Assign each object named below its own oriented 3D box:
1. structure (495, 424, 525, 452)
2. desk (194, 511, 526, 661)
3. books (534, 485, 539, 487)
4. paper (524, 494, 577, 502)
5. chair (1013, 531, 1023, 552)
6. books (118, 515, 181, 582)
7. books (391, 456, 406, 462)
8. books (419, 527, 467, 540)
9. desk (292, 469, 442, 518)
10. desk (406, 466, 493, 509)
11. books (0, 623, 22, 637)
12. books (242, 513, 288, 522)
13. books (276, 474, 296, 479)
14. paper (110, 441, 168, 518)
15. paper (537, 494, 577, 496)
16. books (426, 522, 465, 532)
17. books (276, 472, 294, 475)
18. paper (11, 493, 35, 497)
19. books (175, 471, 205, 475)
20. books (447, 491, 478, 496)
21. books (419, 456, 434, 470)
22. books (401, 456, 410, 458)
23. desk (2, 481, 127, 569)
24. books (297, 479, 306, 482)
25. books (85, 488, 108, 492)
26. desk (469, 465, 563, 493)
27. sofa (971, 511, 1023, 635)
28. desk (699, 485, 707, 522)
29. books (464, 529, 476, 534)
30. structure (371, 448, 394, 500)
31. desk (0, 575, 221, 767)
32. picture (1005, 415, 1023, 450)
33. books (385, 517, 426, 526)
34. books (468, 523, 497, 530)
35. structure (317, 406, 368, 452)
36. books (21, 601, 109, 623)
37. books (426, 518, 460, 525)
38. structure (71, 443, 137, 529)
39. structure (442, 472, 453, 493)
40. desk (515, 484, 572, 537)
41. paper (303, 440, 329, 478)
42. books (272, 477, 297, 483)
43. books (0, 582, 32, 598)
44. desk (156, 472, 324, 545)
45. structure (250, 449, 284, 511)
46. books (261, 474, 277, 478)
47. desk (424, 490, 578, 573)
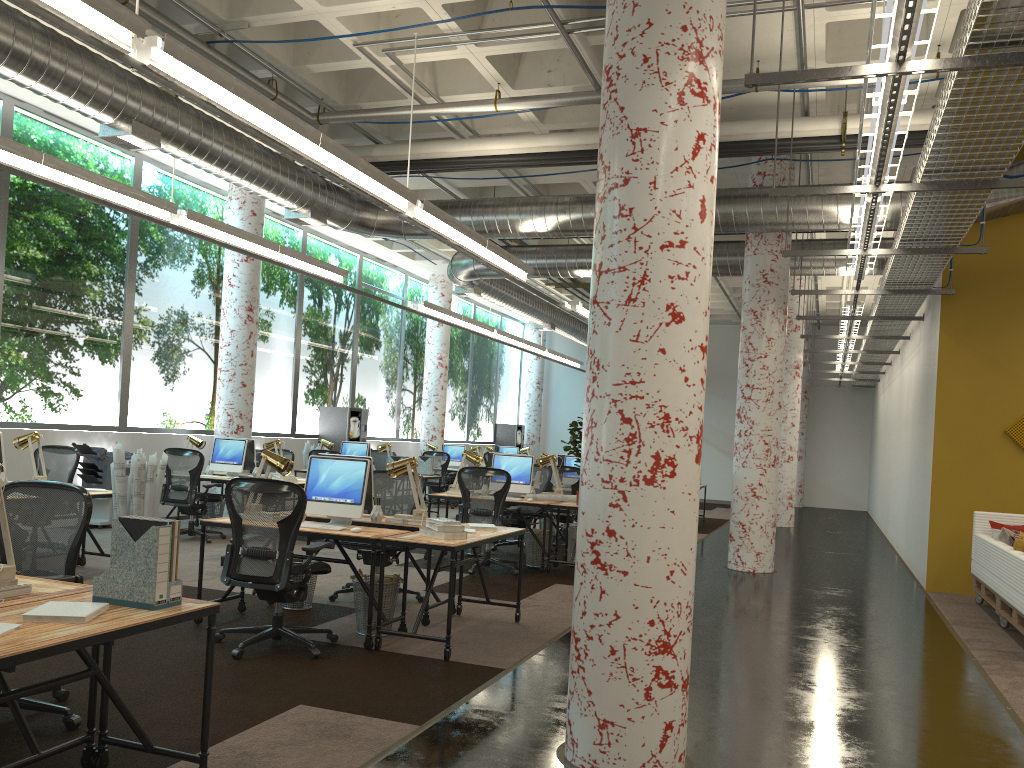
[{"bbox_3d":[-0.074,2.068,25.467,0.637,1.809,0.751,3,-1,20],"label":"structure"},{"bbox_3d":[-1.054,1.388,6.473,1.939,0.723,1.404,2,-3,20],"label":"desk"},{"bbox_3d":[0.433,1.487,12.952,0.308,0.038,0.226,2,-4,20],"label":"books"},{"bbox_3d":[0.677,1.259,9.725,1.134,0.082,0.083,4,-2,-6],"label":"paper"},{"bbox_3d":[4.365,1.469,7.389,0.316,0.438,0.547,2,-2,32],"label":"chair"},{"bbox_3d":[-1.364,0.657,3.312,0.233,0.310,0.068,3,-1,20],"label":"books"},{"bbox_3d":[-1.750,1.265,13.582,0.233,0.310,0.068,3,-1,20],"label":"books"},{"bbox_3d":[-0.463,1.001,5.936,0.201,0.050,0.271,6,-5,-43],"label":"books"},{"bbox_3d":[-2.317,1.794,14.263,1.939,0.723,1.404,2,-3,20],"label":"desk"},{"bbox_3d":[-0.984,2.100,18.018,1.939,0.723,1.404,2,-3,20],"label":"desk"},{"bbox_3d":[-1.670,0.751,2.702,0.243,0.019,0.205,3,-3,-3],"label":"books"},{"bbox_3d":[-1.793,0.959,6.396,0.308,0.038,0.226,2,-4,20],"label":"books"},{"bbox_3d":[-2.761,1.123,10.809,0.193,0.044,0.257,5,-4,-23],"label":"books"},{"bbox_3d":[-3.294,1.102,7.730,0.440,1.197,0.412,3,-1,-2],"label":"paper"},{"bbox_3d":[0.733,1.272,9.883,1.135,0.082,0.083,4,-2,-16],"label":"paper"},{"bbox_3d":[-0.453,0.956,5.962,0.193,0.044,0.257,5,-4,-23],"label":"books"},{"bbox_3d":[-2.771,1.091,10.801,0.153,0.030,0.185,6,-5,-42],"label":"books"},{"bbox_3d":[-4.010,0.893,7.417,0.567,0.061,0.627,2,-4,17],"label":"paper"},{"bbox_3d":[-4.100,1.126,11.243,0.308,0.038,0.226,2,-4,20],"label":"books"},{"bbox_3d":[-0.550,1.227,9.978,0.308,0.038,0.226,2,-4,20],"label":"books"},{"bbox_3d":[-1.412,1.343,14.535,0.233,0.310,0.068,3,-1,20],"label":"books"},{"bbox_3d":[-1.701,1.277,13.721,0.233,0.310,0.068,3,-1,20],"label":"books"},{"bbox_3d":[-4.627,1.265,7.754,1.939,0.723,1.404,2,-3,20],"label":"desk"},{"bbox_3d":[-2.689,1.214,11.188,0.243,0.019,0.205,3,-3,-3],"label":"books"},{"bbox_3d":[-3.800,0.956,7.999,0.244,0.019,0.205,5,-4,-33],"label":"books"},{"bbox_3d":[0.102,2.349,21.078,1.939,0.723,1.404,2,-3,20],"label":"desk"},{"bbox_3d":[5.148,1.679,7.347,2.016,0.930,2.862,2,-3,20],"label":"sofa"},{"bbox_3d":[2.595,2.224,16.744,1.939,0.723,1.404,2,-3,20],"label":"desk"},{"bbox_3d":[-0.382,1.047,6.342,0.243,0.019,0.205,3,-3,-3],"label":"books"},{"bbox_3d":[-2.701,1.846,18.125,0.503,1.057,1.060,3,-2,20],"label":"structure"},{"bbox_3d":[-2.268,1.109,3.041,1.939,0.723,1.404,2,-3,20],"label":"desk"},{"bbox_3d":[5.473,0.509,9.413,0.424,0.424,0.047,3,-1,20],"label":"picture"},{"bbox_3d":[-0.777,1.036,6.722,0.308,0.038,0.226,2,-4,20],"label":"books"},{"bbox_3d":[-0.226,1.072,6.653,0.200,0.024,0.235,4,-3,-7],"label":"books"},{"bbox_3d":[-3.195,1.352,16.673,0.637,1.809,0.751,3,-1,20],"label":"structure"},{"bbox_3d":[-1.514,0.776,3.013,0.200,0.024,0.235,4,-3,-7],"label":"books"},{"bbox_3d":[-0.464,0.924,5.954,0.153,0.030,0.185,6,-5,-42],"label":"books"},{"bbox_3d":[-5.114,1.292,11.318,0.503,1.057,1.060,3,-2,20],"label":"structure"},{"bbox_3d":[-1.615,2.095,21.185,0.503,1.057,1.060,3,-2,20],"label":"structure"},{"bbox_3d":[1.171,1.916,13.028,1.939,0.723,1.404,2,-3,20],"label":"desk"},{"bbox_3d":[-3.370,1.548,15.080,0.440,1.197,0.412,3,-1,-2],"label":"paper"},{"bbox_3d":[-2.771,1.168,10.783,0.201,0.050,0.271,6,-5,-43],"label":"books"},{"bbox_3d":[-1.992,0.757,3.290,0.308,0.038,0.226,2,-4,20],"label":"books"},{"bbox_3d":[-3.361,1.555,11.319,1.939,0.723,1.404,2,-3,20],"label":"desk"},{"bbox_3d":[-4.034,1.540,14.369,0.503,1.057,1.060,3,-2,20],"label":"structure"},{"bbox_3d":[-3.085,1.203,11.569,0.308,0.038,0.226,2,-4,20],"label":"books"},{"bbox_3d":[0.188,1.656,10.054,1.939,0.724,1.404,2,-3,20],"label":"desk"}]
